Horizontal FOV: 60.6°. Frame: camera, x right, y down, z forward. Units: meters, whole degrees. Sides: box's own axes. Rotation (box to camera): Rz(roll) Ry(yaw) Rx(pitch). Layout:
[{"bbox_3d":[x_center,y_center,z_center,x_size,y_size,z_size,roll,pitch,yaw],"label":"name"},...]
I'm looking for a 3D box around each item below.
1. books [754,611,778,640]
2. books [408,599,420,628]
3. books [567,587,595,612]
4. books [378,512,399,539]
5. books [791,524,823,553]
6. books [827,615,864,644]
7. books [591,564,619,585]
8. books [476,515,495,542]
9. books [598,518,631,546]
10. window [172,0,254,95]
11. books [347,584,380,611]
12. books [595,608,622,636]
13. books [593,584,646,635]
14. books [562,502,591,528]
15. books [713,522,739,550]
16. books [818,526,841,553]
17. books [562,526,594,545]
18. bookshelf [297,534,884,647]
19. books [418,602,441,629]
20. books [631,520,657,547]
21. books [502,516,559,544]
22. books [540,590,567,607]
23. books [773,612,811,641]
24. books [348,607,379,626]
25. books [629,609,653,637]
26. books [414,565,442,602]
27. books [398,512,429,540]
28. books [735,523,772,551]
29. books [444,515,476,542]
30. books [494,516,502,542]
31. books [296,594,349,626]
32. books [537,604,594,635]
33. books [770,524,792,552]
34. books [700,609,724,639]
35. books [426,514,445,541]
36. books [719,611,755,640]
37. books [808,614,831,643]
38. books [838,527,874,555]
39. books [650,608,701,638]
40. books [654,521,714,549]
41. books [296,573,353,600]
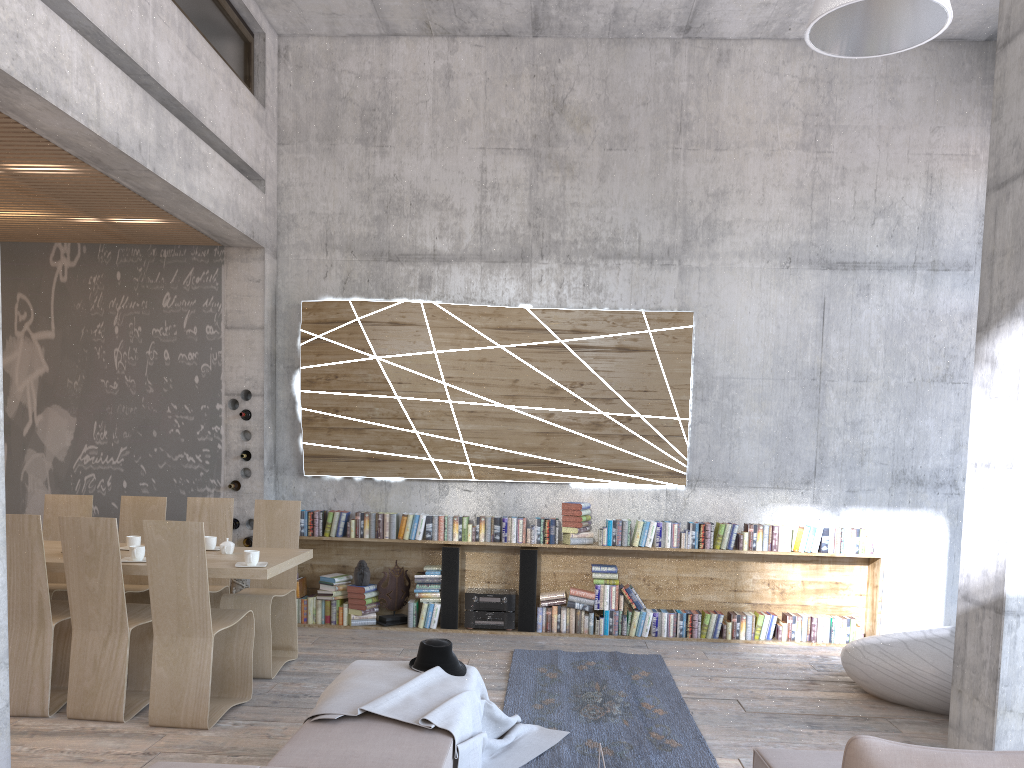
[{"bbox_3d":[2.203,2.116,7.684,0.199,0.230,0.188,2,1,3],"label":"books"},{"bbox_3d":[-0.875,2.033,7.783,0.074,0.222,0.204,2,1,3],"label":"books"},{"bbox_3d":[0.600,1.876,7.633,0.243,0.194,0.153,2,1,3],"label":"books"},{"bbox_3d":[-1.083,1.241,7.693,0.156,0.222,0.188,2,1,3],"label":"books"},{"bbox_3d":[2.523,1.329,7.539,0.249,0.230,0.188,2,1,3],"label":"books"},{"bbox_3d":[2.885,2.129,7.589,0.276,0.222,0.169,2,2,4],"label":"books"},{"bbox_3d":[0.812,1.669,7.677,0.239,0.162,0.189,2,0,3],"label":"books"},{"bbox_3d":[-0.230,1.272,7.705,0.155,0.222,0.204,2,1,3],"label":"books"},{"bbox_3d":[0.890,1.287,7.617,0.278,0.222,0.208,2,1,1],"label":"books"},{"bbox_3d":[-2.348,-2.889,3.121,0.113,0.609,8.424,2,-4,3],"label":"window"},{"bbox_3d":[-1.308,1.874,7.734,0.189,0.212,0.245,2,0,24],"label":"books"},{"bbox_3d":[0.845,2.076,7.684,0.226,0.222,0.214,2,1,3],"label":"books"},{"bbox_3d":[0.944,1.973,7.683,0.451,0.452,0.213,2,3,2],"label":"books"},{"bbox_3d":[0.556,1.131,7.591,0.189,0.212,0.245,2,0,24],"label":"books"},{"bbox_3d":[1.844,1.315,7.603,0.199,0.230,0.188,2,1,3],"label":"books"},{"bbox_3d":[2.722,1.341,7.530,0.156,0.222,0.153,2,2,3],"label":"books"},{"bbox_3d":[0.563,1.312,7.611,0.285,0.151,0.220,3,-2,-40],"label":"books"},{"bbox_3d":[0.494,1.800,7.727,5.320,0.812,0.300,1,4,2],"label":"bookshelf"},{"bbox_3d":[-0.720,2.036,7.761,0.199,0.230,0.188,2,1,3],"label":"books"},{"bbox_3d":[1.143,1.292,7.596,0.199,0.230,0.188,2,1,3],"label":"books"},{"bbox_3d":[0.162,1.277,7.661,0.489,0.222,0.214,1,1,2],"label":"books"},{"bbox_3d":[0.364,1.885,7.704,0.234,0.141,0.191,1,-1,4],"label":"books"},{"bbox_3d":[2.449,2.122,7.664,0.278,0.222,0.208,2,1,1],"label":"books"},{"bbox_3d":[-1.323,2.051,7.756,0.261,0.152,0.247,3,-2,-42],"label":"books"},{"bbox_3d":[1.122,2.082,7.662,0.199,0.230,0.188,2,1,3],"label":"books"},{"bbox_3d":[-0.731,1.770,7.768,0.251,0.325,0.217,2,2,5],"label":"books"},{"bbox_3d":[-0.865,1.246,7.683,0.249,0.230,0.188,2,1,3],"label":"books"},{"bbox_3d":[2.090,1.322,7.583,0.278,0.222,0.208,2,1,1],"label":"books"},{"bbox_3d":[-0.450,1.265,7.667,0.276,0.222,0.169,2,2,4],"label":"books"},{"bbox_3d":[-0.126,1.273,7.693,0.055,0.222,0.188,2,1,3],"label":"books"},{"bbox_3d":[-1.687,2.008,7.825,0.494,0.240,0.241,1,0,2],"label":"books"},{"bbox_3d":[0.468,2.061,7.731,0.494,0.240,0.241,1,0,2],"label":"books"},{"bbox_3d":[2.306,1.324,7.549,0.156,0.222,0.188,2,1,3],"label":"books"},{"bbox_3d":[1.735,2.103,7.672,0.199,0.230,0.188,2,1,3],"label":"books"},{"bbox_3d":[-0.666,1.258,7.674,0.156,0.222,0.153,2,2,3],"label":"books"},{"bbox_3d":[1.965,2.109,7.652,0.278,0.222,0.208,2,1,1],"label":"books"},{"bbox_3d":[2.664,2.125,7.630,0.156,0.222,0.188,2,1,3],"label":"books"},{"bbox_3d":[2.939,1.348,7.523,0.276,0.222,0.169,2,2,4],"label":"books"},{"bbox_3d":[1.431,2.096,7.676,0.417,0.222,0.204,1,1,2],"label":"books"},{"bbox_3d":[1.489,1.307,7.605,0.489,0.222,0.214,1,1,2],"label":"books"},{"bbox_3d":[-1.786,1.792,7.807,0.716,0.264,0.299,1,0,7],"label":"books"}]
